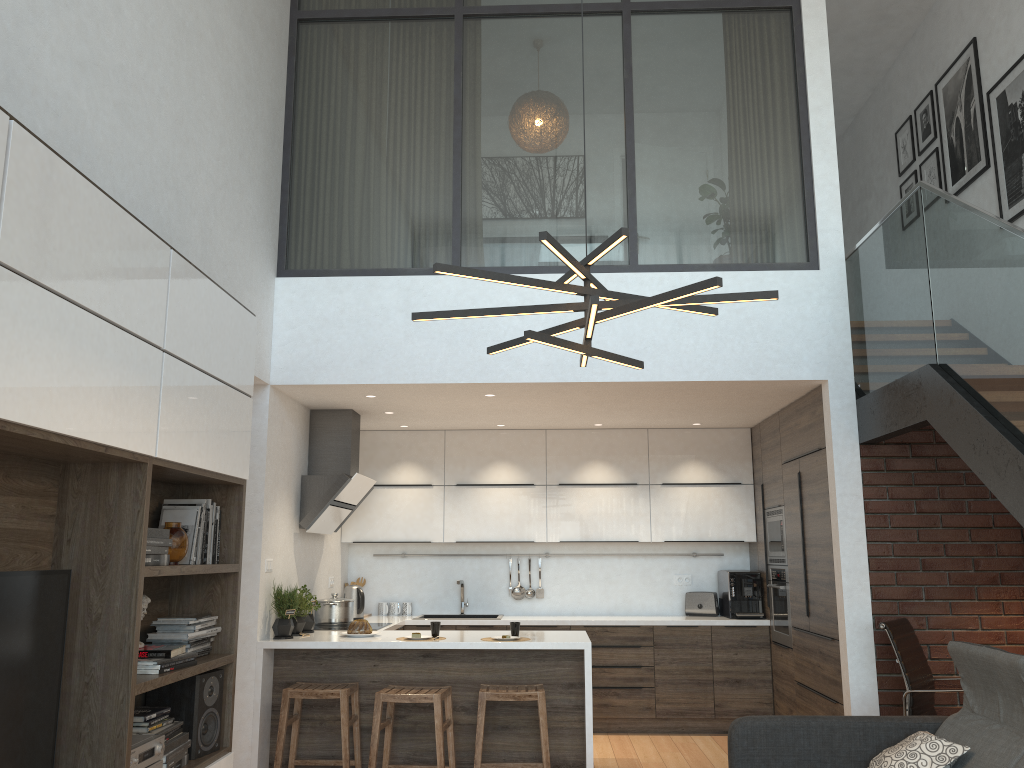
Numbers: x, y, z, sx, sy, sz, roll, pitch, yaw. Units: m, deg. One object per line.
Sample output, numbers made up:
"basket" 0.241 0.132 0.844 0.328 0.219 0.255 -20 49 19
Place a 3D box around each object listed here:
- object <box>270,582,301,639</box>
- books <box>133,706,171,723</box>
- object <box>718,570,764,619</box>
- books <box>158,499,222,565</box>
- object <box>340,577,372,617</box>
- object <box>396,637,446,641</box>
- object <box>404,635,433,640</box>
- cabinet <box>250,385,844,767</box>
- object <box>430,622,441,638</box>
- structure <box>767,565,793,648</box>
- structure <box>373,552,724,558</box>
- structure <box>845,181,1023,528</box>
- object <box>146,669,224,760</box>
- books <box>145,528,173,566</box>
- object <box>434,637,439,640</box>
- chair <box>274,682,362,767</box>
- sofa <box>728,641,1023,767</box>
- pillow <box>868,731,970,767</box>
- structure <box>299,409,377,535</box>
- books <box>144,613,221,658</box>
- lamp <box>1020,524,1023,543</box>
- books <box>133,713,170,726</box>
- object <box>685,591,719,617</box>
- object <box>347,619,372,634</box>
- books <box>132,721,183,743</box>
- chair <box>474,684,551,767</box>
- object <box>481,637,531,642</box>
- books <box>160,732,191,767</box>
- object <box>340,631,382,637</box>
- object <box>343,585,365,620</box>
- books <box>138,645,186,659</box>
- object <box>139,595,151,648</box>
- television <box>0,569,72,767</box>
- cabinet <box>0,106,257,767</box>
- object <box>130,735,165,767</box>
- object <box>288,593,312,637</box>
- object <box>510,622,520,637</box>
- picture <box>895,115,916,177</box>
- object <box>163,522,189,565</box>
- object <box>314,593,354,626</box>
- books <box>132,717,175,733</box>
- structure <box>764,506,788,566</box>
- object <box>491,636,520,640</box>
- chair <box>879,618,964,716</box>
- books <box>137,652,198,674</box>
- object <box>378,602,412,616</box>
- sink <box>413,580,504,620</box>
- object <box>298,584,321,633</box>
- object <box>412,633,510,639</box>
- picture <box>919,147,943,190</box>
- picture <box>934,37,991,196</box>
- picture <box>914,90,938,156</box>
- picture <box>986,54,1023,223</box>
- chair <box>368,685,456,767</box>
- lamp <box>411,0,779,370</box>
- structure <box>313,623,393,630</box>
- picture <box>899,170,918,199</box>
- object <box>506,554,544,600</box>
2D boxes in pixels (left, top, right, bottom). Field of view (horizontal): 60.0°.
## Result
"object" -1.399 1.383 5.481 0.186 0.367 0.196 0 -11 2
"books" -1.459 1.290 3.465 0.161 0.023 0.213 -1 -11 6
"object" 1.873 1.713 7.247 0.274 0.378 0.532 -1 -11 2
"books" -1.439 0.649 3.903 0.201 0.287 0.332 -1 -11 2
"object" -1.314 1.788 7.453 0.221 0.316 0.330 -1 -11 2
"object" -0.555 1.556 5.418 0.305 0.002 0.305 6 -12 -28
"object" -0.570 1.541 5.384 0.176 0.014 0.176 1 -11 -8
"cabinet" 0.279 1.394 6.436 3.495 2.401 2.401 -1 -11 2
"object" -0.474 1.521 5.490 0.066 0.093 0.066 -8 -14 37
"structure" 2.202 1.643 6.596 0.495 0.570 0.595 -1 -11 2
"structure" 0.302 1.468 7.613 3.000 0.045 0.050 -1 -11 2
"structure" 2.680 0.595 3.878 1.289 3.460 5.660 -1 -11 2
"object" -1.394 1.401 3.788 0.244 0.331 0.214 -2 -11 12
"books" -1.450 0.603 3.281 0.277 0.137 0.343 0 -11 -3
"object" -0.461 1.539 5.363 0.025 0.011 0.126 -1 -11 6
"chair" -1.117 2.067 5.153 0.450 0.600 0.350 -1 -11 2
"sofa" 0.922 1.332 2.385 2.108 0.995 3.169 -1 -11 2
"pillow" 1.529 1.289 2.477 0.386 0.364 2.734 -1 -11 6
"structure" -1.267 0.599 6.553 0.407 0.998 0.898 -1 -11 2
"books" -1.420 1.082 3.793 0.224 0.176 0.374 0 -11 2
"lamp" 3.029 1.248 4.653 0.462 2.003 1.054 3 -11 -14
"books" -1.445 1.309 3.458 0.142 0.015 0.198 0 -11 1
"object" 1.581 1.832 7.389 0.260 0.195 0.177 -5 -12 22
"object" -0.966 1.546 5.626 0.155 0.101 0.161 0 -11 -2
"books" -1.435 1.360 3.451 0.224 0.042 0.277 0 -11 -2
"chair" 0.000 2.048 5.067 0.450 0.600 0.350 0 -11 0
"object" -0.039 1.545 5.369 0.304 0.002 0.304 -7 -13 34
"books" -1.415 1.442 3.441 0.248 0.123 0.307 0 -11 -3
"object" -0.956 1.583 5.607 0.261 0.021 0.261 1 -11 -3
"object" -1.260 1.731 7.030 0.179 0.270 0.220 2 -11 -10
"books" -1.430 1.041 3.446 0.266 0.030 0.209 1 -11 -4
"object" -1.492 0.924 3.467 0.116 0.207 0.117 -10 -15 42
"television" -1.502 0.882 2.271 0.229 0.779 1.220 -1 -11 2
"cabinet" -1.469 0.512 2.082 0.338 2.494 4.036 -1 -11 2
"object" -1.409 1.354 3.123 0.270 0.174 0.285 -1 -11 2
"object" -1.388 1.465 5.686 0.221 0.283 0.211 -3 -11 15
"object" 0.019 1.510 5.441 0.066 0.093 0.066 5 -12 -24
"picture" 3.349 -2.021 7.547 0.025 0.410 0.333 -1 -11 2
"object" -1.392 0.652 3.628 0.130 0.171 0.130 -10 -14 41
"object" -1.300 1.644 6.487 0.288 0.223 0.315 -10 -15 42
"books" -1.442 1.328 3.456 0.161 0.023 0.213 -1 -11 6
"structure" 2.219 1.151 6.690 0.459 0.430 0.595 -1 -11 2
"object" -0.037 1.529 5.328 0.176 0.014 0.176 -1 -11 7
"chair" 2.367 1.772 4.702 0.700 0.991 0.651 -8 -13 36
"books" -1.403 1.077 3.429 0.250 0.047 0.310 -2 -11 8
"object" -0.994 1.912 7.540 0.297 0.105 0.112 -1 -11 4
"sink" -0.430 1.882 7.282 0.706 0.518 0.512 -1 -11 2
"object" -1.374 1.488 5.881 0.179 0.311 0.172 -3 -11 13
"object" -0.308 1.519 5.349 0.597 0.039 0.064 0 -11 -2
"picture" 3.333 -1.620 7.052 0.025 0.410 0.333 -1 -11 2
"picture" 3.308 -1.922 6.532 0.025 0.990 0.654 -1 -11 2
"picture" 3.333 -2.097 7.144 0.025 0.410 0.333 -1 -11 2
"picture" 3.275 -1.609 5.615 0.025 0.990 0.871 -1 -11 2
"chair" -0.557 2.038 5.011 0.450 0.600 0.350 -1 -11 7
"lamp" 0.245 -1.883 3.216 1.200 3.645 0.831 -2 -11 12
"structure" -1.178 1.730 6.327 0.550 0.006 0.609 -1 -11 2
"picture" 3.350 -1.541 7.455 0.025 0.410 0.333 -1 -11 2
"object" 0.112 1.647 7.579 0.320 0.389 0.069 -1 -11 3
